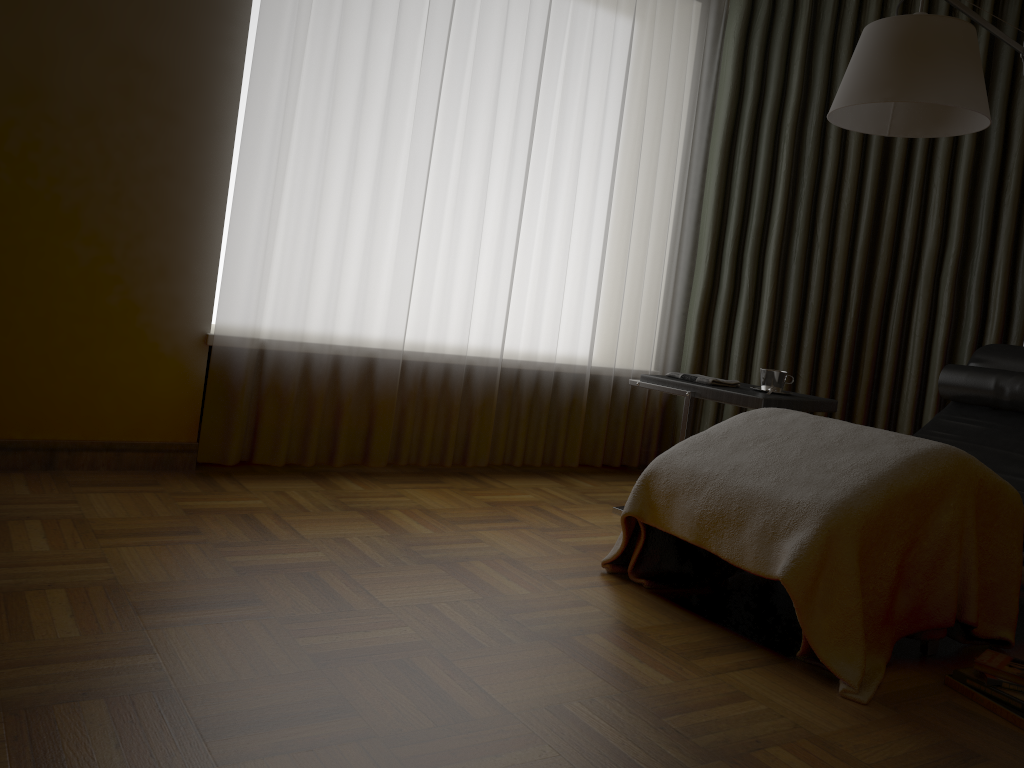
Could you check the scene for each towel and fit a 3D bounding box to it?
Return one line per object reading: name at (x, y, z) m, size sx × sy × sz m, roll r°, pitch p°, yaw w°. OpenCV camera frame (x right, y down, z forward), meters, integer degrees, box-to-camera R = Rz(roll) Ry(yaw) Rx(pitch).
towel at (0.705, -0.015, 3.228) m, size 0.178 × 0.035 × 0.242 m, roll 4°, pitch 6°, yaw -30°

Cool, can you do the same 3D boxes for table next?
table at (0.824, 0.033, 3.219) m, size 0.497 × 0.045 × 0.522 m, roll 2°, pitch 7°, yaw -42°

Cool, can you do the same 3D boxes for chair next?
chair at (1.274, 0.242, 2.666) m, size 1.780 × 0.796 × 0.640 m, roll 4°, pitch 4°, yaw -34°

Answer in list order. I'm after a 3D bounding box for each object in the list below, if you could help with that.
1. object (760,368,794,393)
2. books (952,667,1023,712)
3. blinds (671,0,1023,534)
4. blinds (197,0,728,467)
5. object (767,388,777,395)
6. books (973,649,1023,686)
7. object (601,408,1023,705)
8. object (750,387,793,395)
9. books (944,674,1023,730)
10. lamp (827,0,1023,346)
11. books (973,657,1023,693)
object at (0.935, -0.009, 3.153) m, size 0.110 × 0.078 × 0.098 m, roll 5°, pitch 4°, yaw -32°
books at (1.125, 0.670, 1.894) m, size 0.188 × 0.020 × 0.267 m, roll 4°, pitch 6°, yaw -29°
blinds at (1.624, -0.691, 3.980) m, size 1.536 × 2.449 × 0.224 m, roll 8°, pitch 1°, yaw 12°
blinds at (-0.010, -0.802, 3.582) m, size 2.186 × 2.287 × 0.093 m, roll 5°, pitch 1°, yaw -34°
object at (0.893, 0.024, 3.054) m, size 0.029 × 0.019 × 0.123 m, roll 9°, pitch 6°, yaw 25°
books at (1.115, 0.629, 1.922) m, size 0.174 × 0.018 × 0.123 m, roll 12°, pitch 7°, yaw 40°
object at (0.809, 0.360, 2.389) m, size 0.905 × 0.519 × 0.925 m, roll 5°, pitch 5°, yaw -33°
object at (0.925, 0.026, 3.150) m, size 0.149 × 0.009 × 0.151 m, roll 4°, pitch 6°, yaw -28°
books at (1.109, 0.690, 1.883) m, size 0.199 × 0.022 × 0.282 m, roll 5°, pitch 6°, yaw -19°
lamp at (1.533, -0.291, 2.883) m, size 1.408 × 1.964 × 0.454 m, roll 6°, pitch 1°, yaw -30°
books at (1.117, 0.647, 1.928) m, size 0.173 × 0.018 × 0.123 m, roll 9°, pitch 6°, yaw 16°
